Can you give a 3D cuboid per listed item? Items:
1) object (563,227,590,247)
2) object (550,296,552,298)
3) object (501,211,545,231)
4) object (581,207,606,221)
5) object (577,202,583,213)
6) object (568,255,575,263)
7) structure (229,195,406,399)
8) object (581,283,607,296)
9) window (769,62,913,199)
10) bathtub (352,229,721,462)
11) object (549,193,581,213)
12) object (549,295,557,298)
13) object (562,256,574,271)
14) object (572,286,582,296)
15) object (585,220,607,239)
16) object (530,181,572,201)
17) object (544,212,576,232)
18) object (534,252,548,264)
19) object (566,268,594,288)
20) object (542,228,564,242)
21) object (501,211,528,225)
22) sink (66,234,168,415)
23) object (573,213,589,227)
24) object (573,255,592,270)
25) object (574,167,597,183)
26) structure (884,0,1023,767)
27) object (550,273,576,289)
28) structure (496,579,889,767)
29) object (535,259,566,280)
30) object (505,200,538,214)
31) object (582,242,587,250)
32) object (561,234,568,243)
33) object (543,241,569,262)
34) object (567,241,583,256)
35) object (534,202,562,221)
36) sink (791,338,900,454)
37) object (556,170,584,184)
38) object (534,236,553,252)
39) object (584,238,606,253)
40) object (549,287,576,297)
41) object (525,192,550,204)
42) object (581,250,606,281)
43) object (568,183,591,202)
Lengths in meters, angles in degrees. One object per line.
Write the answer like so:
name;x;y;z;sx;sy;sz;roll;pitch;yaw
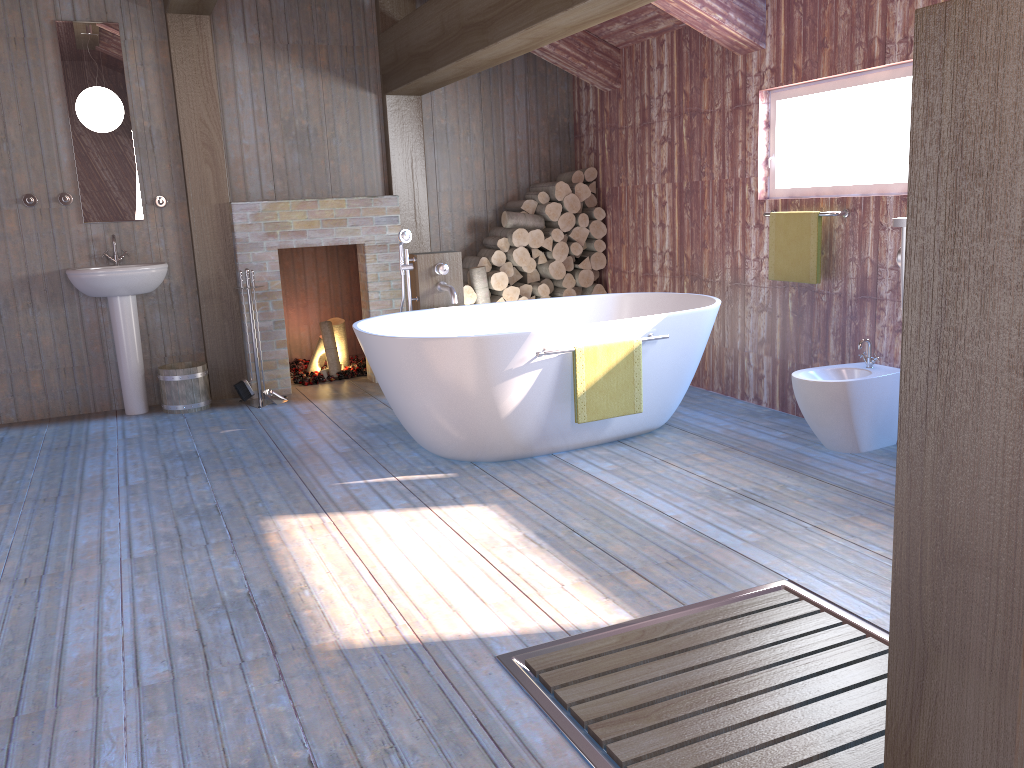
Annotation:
object;0.401;-1.114;6.686;0.172;0.151;0.482;-7;12;-22
object;0.247;-0.645;6.654;0.054;0.056;0.146;-8;12;-22
object;0.079;-1.172;6.385;0.302;0.157;0.121;-7;12;-22
object;0.555;-1.287;6.692;0.102;0.109;0.438;-8;12;-22
object;0.412;-1.329;6.732;0.132;0.119;0.319;-7;12;-21
object;0.405;-0.944;6.673;0.065;0.069;0.177;-8;13;-24
structure;-1.314;-0.613;6.169;1.130;1.330;0.226;-8;13;-23
object;0.550;-0.716;6.817;0.139;0.137;0.455;-8;13;-25
window;1.686;-1.218;4.351;0.054;0.587;1.255;-7;12;-22
bathtub;0.167;-0.265;4.599;1.935;1.109;1.460;-3;12;-1
object;0.339;-1.337;6.587;0.141;0.143;0.437;-8;13;-25
object;0.270;-0.616;6.684;0.115;0.112;0.423;-8;12;-22
object;0.343;-0.910;6.650;0.111;0.118;0.302;-8;13;-24
object;0.413;-0.713;6.844;0.118;0.106;0.319;-8;13;-25
object;0.547;-1.175;6.713;0.147;0.152;0.439;-8;12;-22
object;0.280;-1.423;6.564;0.135;0.139;0.456;-7;12;-22
object;0.309;-1.198;6.598;0.143;0.151;0.440;-8;12;-22
object;0.170;-0.945;6.585;0.085;0.096;0.280;-7;12;-22
object;0.455;-0.813;6.742;0.137;0.133;0.437;-8;13;-25
object;0.243;-1.112;6.579;0.102;0.109;0.438;-8;12;-22
object;0.023;-1.212;6.572;0.113;0.130;0.291;-7;12;-22
sink;-2.422;-0.358;5.562;0.582;1.143;0.475;-8;13;-23
object;0.437;-1.228;6.648;0.089;0.106;0.437;-7;12;-22
object;0.453;-0.927;6.712;0.115;0.112;0.423;-8;12;-22
object;0.529;-1.565;6.670;0.112;0.113;0.271;-8;13;-23
structure;0.801;-0.212;1.471;0.328;2.209;0.522;-3;12;-3
object;0.354;-0.783;6.666;0.114;0.113;0.301;-8;13;-25
structure;0.615;0.791;2.175;1.000;0.067;1.000;-8;13;-23
object;0.234;-0.862;6.625;0.141;0.143;0.437;-8;13;-25
object;0.067;-1.302;6.577;0.140;0.121;0.319;-7;12;-21
object;0.488;-1.059;6.753;0.088;0.092;0.280;-7;12;-22
object;0.320;-1.071;6.601;0.095;0.090;0.278;-7;12;-21
object;0.267;-0.989;6.617;0.136;0.157;0.439;-7;12;-22
object;0.385;-1.026;6.661;0.102;0.109;0.438;-8;12;-22
object;0.208;-1.277;6.558;0.139;0.148;0.458;-8;12;-22
sink;1.553;0.056;4.157;0.515;0.517;0.335;-7;12;-22
object;0.433;-1.529;6.632;0.104;0.121;0.270;-7;12;-22
object;0.164;-1.031;6.558;0.109;0.124;0.424;-8;13;-23
object;0.562;-1.060;6.736;0.102;0.109;0.438;-8;12;-22
object;0.363;-0.677;6.684;0.116;0.117;0.289;-8;13;-25
object;0.185;-1.364;6.500;0.094;0.097;0.227;-7;12;-22
object;0.556;-0.897;6.774;0.137;0.256;0.439;-8;12;-22
object;0.426;-1.428;6.631;0.133;0.142;0.456;-7;12;-22
